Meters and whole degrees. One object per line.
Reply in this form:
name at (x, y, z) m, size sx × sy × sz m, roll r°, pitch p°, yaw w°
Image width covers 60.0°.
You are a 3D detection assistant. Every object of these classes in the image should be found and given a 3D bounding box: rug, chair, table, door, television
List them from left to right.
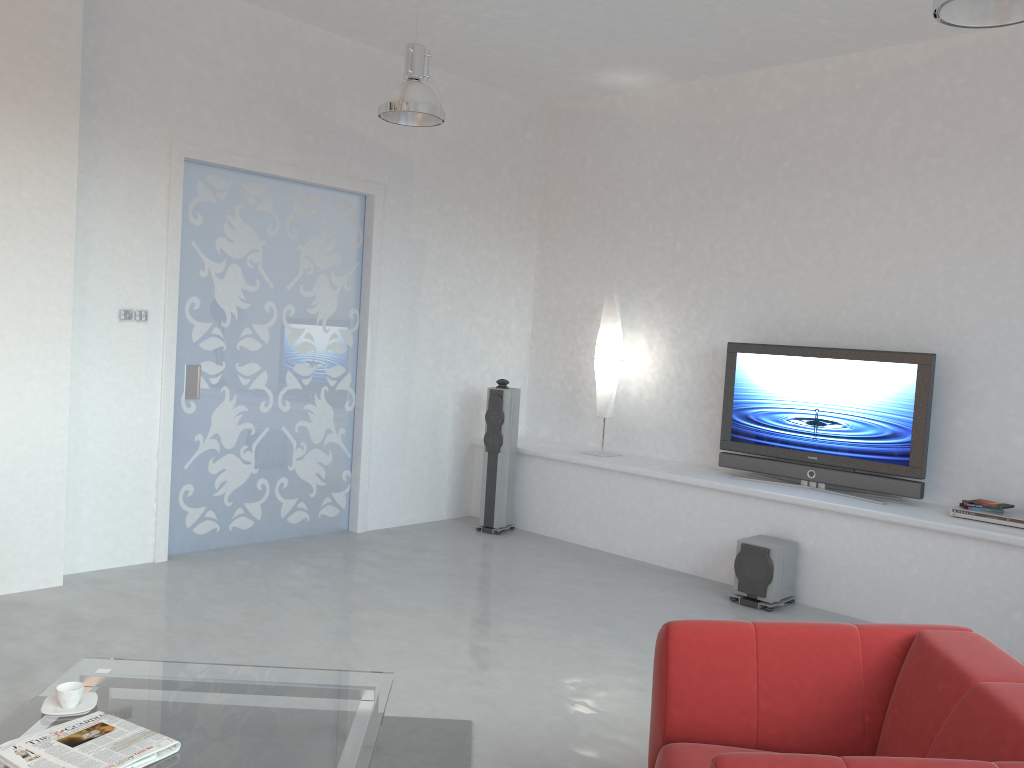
rug at (-0.979, 1.316, 2.593) m, size 1.700 × 0.025 × 1.700 m, roll 3°, pitch 3°, yaw -2°
table at (-0.958, 1.172, 2.585) m, size 1.097 × 0.286 × 1.162 m, roll 3°, pitch 3°, yaw -2°
door at (-1.640, -0.186, 6.016) m, size 0.240 × 2.550 × 1.600 m, roll 6°, pitch 4°, yaw 43°
television at (1.984, 0.222, 5.745) m, size 1.356 × 0.919 × 0.343 m, roll 6°, pitch 4°, yaw 43°
chair at (0.859, 1.083, 2.262) m, size 0.951 × 0.738 × 1.288 m, roll 4°, pitch 3°, yaw 3°

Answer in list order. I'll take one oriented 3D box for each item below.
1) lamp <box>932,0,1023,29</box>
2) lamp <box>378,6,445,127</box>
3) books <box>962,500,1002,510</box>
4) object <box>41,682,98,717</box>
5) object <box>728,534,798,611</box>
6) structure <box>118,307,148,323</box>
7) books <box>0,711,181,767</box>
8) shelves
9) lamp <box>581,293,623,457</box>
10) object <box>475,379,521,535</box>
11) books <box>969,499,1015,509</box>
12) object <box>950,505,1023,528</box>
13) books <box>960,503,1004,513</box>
lamp at (1.636, -1.650, 2.940) m, size 0.379 × 0.800 × 0.379 m, roll 3°, pitch 3°, yaw -7°
lamp at (-0.544, -1.898, 4.999) m, size 0.379 × 0.800 × 0.379 m, roll 6°, pitch 4°, yaw 40°
books at (2.676, 0.689, 5.054) m, size 0.190 × 0.015 × 0.135 m, roll 5°, pitch 3°, yaw 23°
object at (-1.356, 0.962, 2.719) m, size 0.153 × 0.069 × 0.153 m, roll 2°, pitch 3°, yaw -20°
object at (1.530, 1.139, 5.375) m, size 0.336 × 0.374 × 0.337 m, roll 6°, pitch 4°, yaw 43°
structure at (-2.223, -0.404, 5.214) m, size 0.016 × 0.080 × 0.170 m, roll 6°, pitch 4°, yaw 43°
books at (-1.161, 1.006, 2.442) m, size 0.367 × 0.035 × 0.345 m, roll 6°, pitch 4°, yaw 33°
shelves at (1.878, 0.704, 5.683) m, size 5.500 × 0.050 × 0.650 m, roll 6°, pitch 4°, yaw 43°
lamp at (0.733, -0.075, 6.813) m, size 0.263 × 1.239 × 0.263 m, roll 6°, pitch 4°, yaw 35°
object at (-0.092, 0.550, 6.871) m, size 0.255 × 1.184 × 0.273 m, roll 5°, pitch 4°, yaw 28°
books at (2.711, 0.678, 5.015) m, size 0.135 × 0.015 × 0.190 m, roll 1°, pitch 4°, yaw -37°
object at (2.759, 0.741, 5.009) m, size 0.430 × 0.045 × 0.352 m, roll 6°, pitch 4°, yaw 43°
books at (2.674, 0.704, 5.052) m, size 0.190 × 0.015 × 0.135 m, roll 4°, pitch 3°, yaw 8°
